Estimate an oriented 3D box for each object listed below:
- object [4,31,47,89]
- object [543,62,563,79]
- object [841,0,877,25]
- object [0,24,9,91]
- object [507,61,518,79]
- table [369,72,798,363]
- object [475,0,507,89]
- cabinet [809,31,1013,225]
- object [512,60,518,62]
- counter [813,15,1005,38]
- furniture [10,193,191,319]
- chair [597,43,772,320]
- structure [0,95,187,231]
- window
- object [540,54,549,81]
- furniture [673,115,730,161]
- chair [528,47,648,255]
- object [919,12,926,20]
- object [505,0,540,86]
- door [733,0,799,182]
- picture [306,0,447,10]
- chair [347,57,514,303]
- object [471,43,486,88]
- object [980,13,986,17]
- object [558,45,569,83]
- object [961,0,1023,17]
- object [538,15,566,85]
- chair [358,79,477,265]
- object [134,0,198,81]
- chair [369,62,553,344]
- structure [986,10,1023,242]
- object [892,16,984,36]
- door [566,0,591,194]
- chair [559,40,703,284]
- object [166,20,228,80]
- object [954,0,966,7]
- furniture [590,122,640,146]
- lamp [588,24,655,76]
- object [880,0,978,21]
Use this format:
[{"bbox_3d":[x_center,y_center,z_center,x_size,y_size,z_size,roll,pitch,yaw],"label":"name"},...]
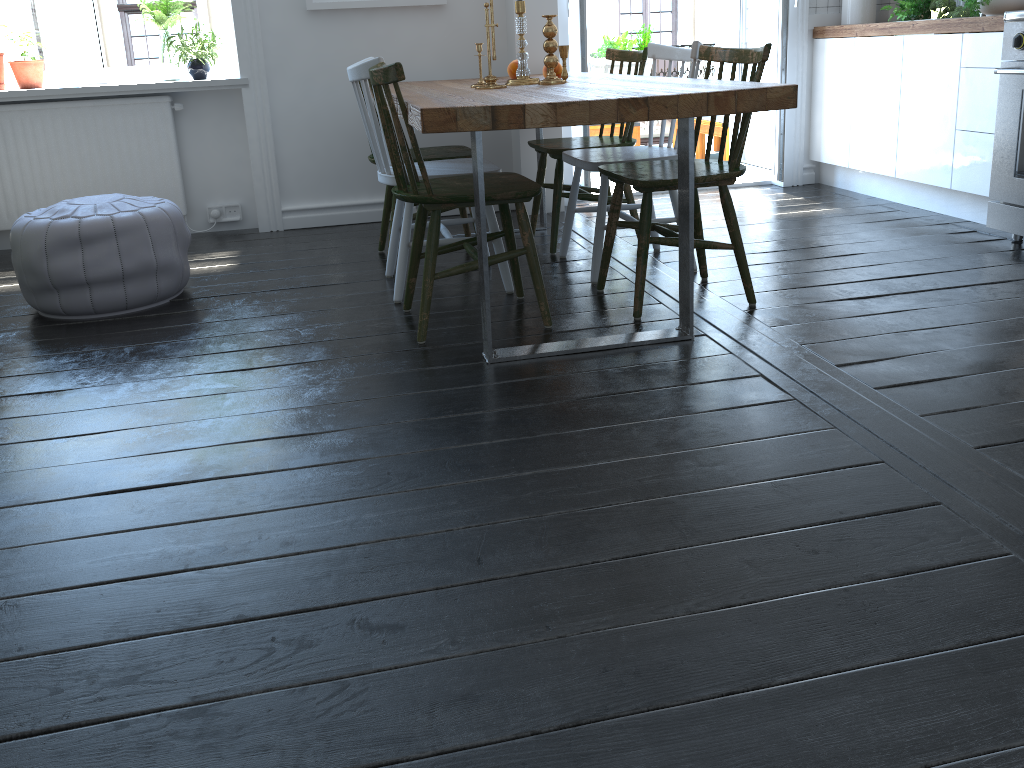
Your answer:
[{"bbox_3d":[-2.373,-1.591,4.323,0.179,0.269,0.198,14,24,43],"label":"object"},{"bbox_3d":[0.165,-1.258,3.542,0.084,0.081,0.092,-3,18,1],"label":"object"},{"bbox_3d":[1.883,-2.058,4.777,0.174,0.202,0.179,-5,18,-6],"label":"object"},{"bbox_3d":[-2.576,-1.617,4.290,0.258,0.359,0.242,-3,17,1],"label":"object"},{"bbox_3d":[0.025,-1.326,3.733,0.091,0.085,0.086,2,19,14],"label":"object"},{"bbox_3d":[0.054,-0.795,3.402,1.020,0.694,2.299,-7,21,-10],"label":"table"},{"bbox_3d":[-0.085,-1.247,3.100,0.114,0.398,0.116,10,20,39],"label":"object"},{"bbox_3d":[2.168,-1.013,3.560,0.729,0.788,3.293,-4,21,-3],"label":"cabinet"},{"bbox_3d":[0.025,-1.359,3.814,0.084,0.087,0.090,-10,19,-20],"label":"object"},{"bbox_3d":[2.088,-1.413,3.446,0.848,0.071,3.200,-7,21,-10],"label":"counter"},{"bbox_3d":[-1.526,-0.494,3.311,0.617,0.407,0.628,-9,20,-16],"label":"furniture"},{"bbox_3d":[0.557,-0.686,2.905,0.487,0.802,0.481,-7,17,-12],"label":"chair"},{"bbox_3d":[-2.127,-1.065,4.307,1.067,0.610,0.075,-7,16,-11],"label":"structure"},{"bbox_3d":[-2.245,-2.497,4.363,1.572,1.927,0.110,-7,16,-11],"label":"window"},{"bbox_3d":[0.146,-1.233,3.435,0.103,0.110,0.105,-11,20,-24],"label":"object"},{"bbox_3d":[1.510,-1.789,6.273,0.401,0.363,0.950,-6,20,-10],"label":"furniture"},{"bbox_3d":[0.333,-1.026,3.823,0.487,0.802,0.481,-7,17,-12],"label":"chair"},{"bbox_3d":[2.219,-2.069,4.598,0.041,0.320,0.227,-6,17,-10],"label":"object"},{"bbox_3d":[0.037,-1.289,3.331,0.141,0.301,0.144,7,19,30],"label":"object"},{"bbox_3d":[1.402,-2.183,4.972,0.105,1.965,0.601,-7,16,-16],"label":"door"},{"bbox_3d":[-0.692,-2.288,4.269,0.689,0.861,0.085,-7,16,-11],"label":"picture"},{"bbox_3d":[-0.308,-0.768,3.211,0.511,0.817,0.480,-6,17,-11],"label":"chair"},{"bbox_3d":[-0.118,-1.185,3.275,0.080,0.155,0.082,9,20,34],"label":"object"},{"bbox_3d":[2.201,-1.897,4.149,0.278,0.342,0.192,-15,20,-33],"label":"object"},{"bbox_3d":[0.197,-1.204,3.318,0.049,0.135,0.050,-6,16,-11],"label":"object"},{"bbox_3d":[2.086,-1.731,3.814,0.340,0.261,0.279,-10,20,-20],"label":"object"},{"bbox_3d":[0.142,-1.223,3.229,0.100,0.240,0.104,1,16,12],"label":"object"},{"bbox_3d":[-0.394,-0.935,3.682,0.487,0.802,0.481,-7,17,-12],"label":"chair"},{"bbox_3d":[-1.751,-1.820,4.450,0.397,0.549,0.335,12,22,40],"label":"object"},{"bbox_3d":[-0.170,-0.595,2.763,0.487,0.802,0.481,-7,17,-12],"label":"chair"},{"bbox_3d":[2.252,-0.968,3.153,0.723,0.988,0.722,-6,17,-11],"label":"structure"},{"bbox_3d":[2.064,-1.686,4.203,0.354,0.108,0.384,-7,21,-11],"label":"object"},{"bbox_3d":[0.298,-2.044,4.755,0.105,1.965,0.603,-4,16,-5],"label":"door"},{"bbox_3d":[0.470,-0.869,3.372,0.511,0.817,0.480,-6,17,-11],"label":"chair"},{"bbox_3d":[-1.571,-1.673,4.407,0.285,0.286,0.295,-5,18,-7],"label":"object"},{"bbox_3d":[2.229,-1.993,4.416,0.098,0.308,0.100,-6,16,-11],"label":"object"},{"bbox_3d":[0.568,-1.763,6.330,0.602,0.363,0.413,-7,19,-11],"label":"furniture"},{"bbox_3d":[0.994,-2.953,4.897,0.493,2.432,2.786,-6,19,-10],"label":"lamp"},{"bbox_3d":[1.990,-1.771,4.194,0.288,0.298,0.477,-16,23,-36],"label":"object"}]
